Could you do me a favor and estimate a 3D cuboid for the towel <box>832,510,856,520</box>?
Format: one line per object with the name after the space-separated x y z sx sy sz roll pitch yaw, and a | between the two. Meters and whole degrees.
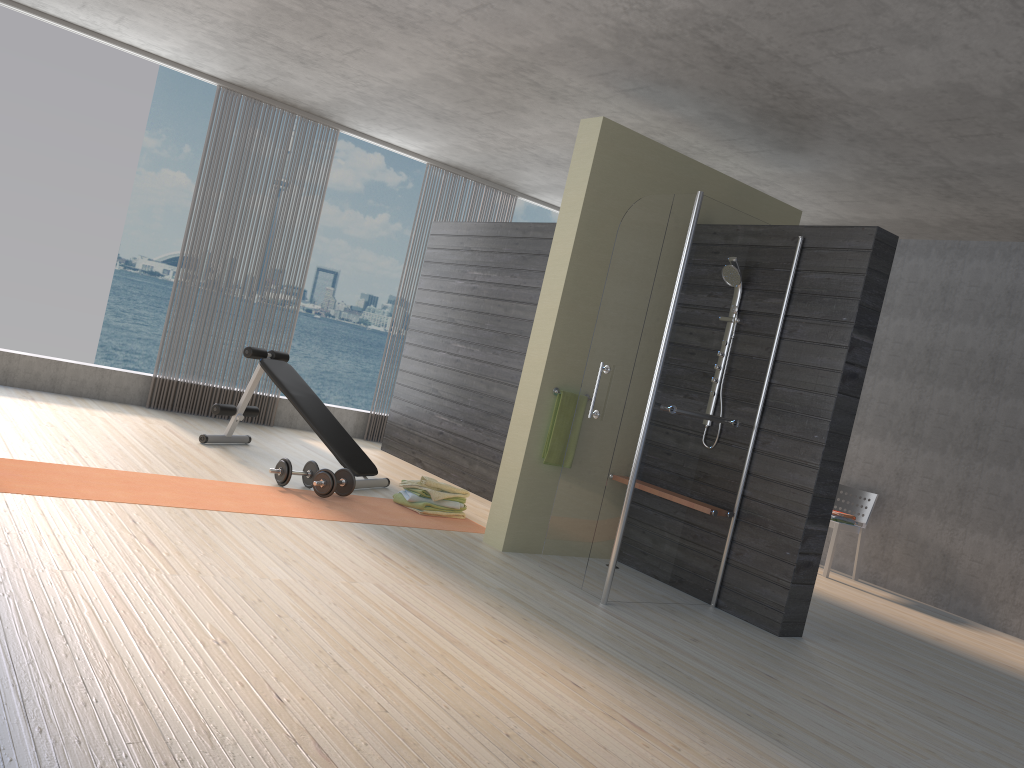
2.529 1.013 7.001 0.294 0.046 0.297 12 2 -36 | towel

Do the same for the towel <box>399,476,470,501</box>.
-0.500 0.661 5.755 0.373 0.123 0.384 14 2 37 | towel

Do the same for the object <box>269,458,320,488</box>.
-1.333 0.554 5.507 0.385 0.176 0.176 12 2 -45 | object

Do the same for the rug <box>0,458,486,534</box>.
-1.380 0.643 4.948 2.779 0.002 0.716 12 2 -36 | rug

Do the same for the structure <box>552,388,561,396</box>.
0.360 0.067 5.120 0.298 0.046 0.052 12 2 -36 | structure

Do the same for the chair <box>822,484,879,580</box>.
2.539 1.148 7.027 0.457 0.697 0.417 12 2 -37 | chair

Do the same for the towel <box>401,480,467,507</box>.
-0.506 0.715 5.783 0.376 0.085 0.371 12 2 -31 | towel

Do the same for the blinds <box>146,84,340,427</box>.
-2.291 -1.045 7.663 1.133 2.744 0.069 12 2 -36 | blinds

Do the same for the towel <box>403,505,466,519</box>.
-0.521 0.800 5.744 0.376 0.044 0.371 12 2 -38 | towel

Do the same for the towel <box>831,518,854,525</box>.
2.513 1.054 6.999 0.307 0.038 0.297 12 2 -38 | towel

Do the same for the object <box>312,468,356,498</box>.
-1.086 0.604 5.420 0.176 0.176 0.385 14 2 25 | object

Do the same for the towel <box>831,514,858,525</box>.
2.526 1.037 6.997 0.306 0.047 0.297 12 2 -32 | towel

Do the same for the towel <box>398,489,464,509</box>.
-0.528 0.748 5.762 0.383 0.078 0.383 13 1 -19 | towel

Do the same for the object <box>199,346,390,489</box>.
-1.459 0.208 6.242 1.312 0.746 0.505 14 2 23 | object

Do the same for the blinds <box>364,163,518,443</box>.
-0.687 -0.703 8.866 1.133 2.744 0.069 12 2 -36 | blinds

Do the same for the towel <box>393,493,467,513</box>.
-0.536 0.773 5.739 0.380 0.081 0.367 12 2 -39 | towel

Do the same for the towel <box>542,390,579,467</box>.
0.310 0.262 5.096 0.214 0.433 0.070 12 2 -41 | towel
